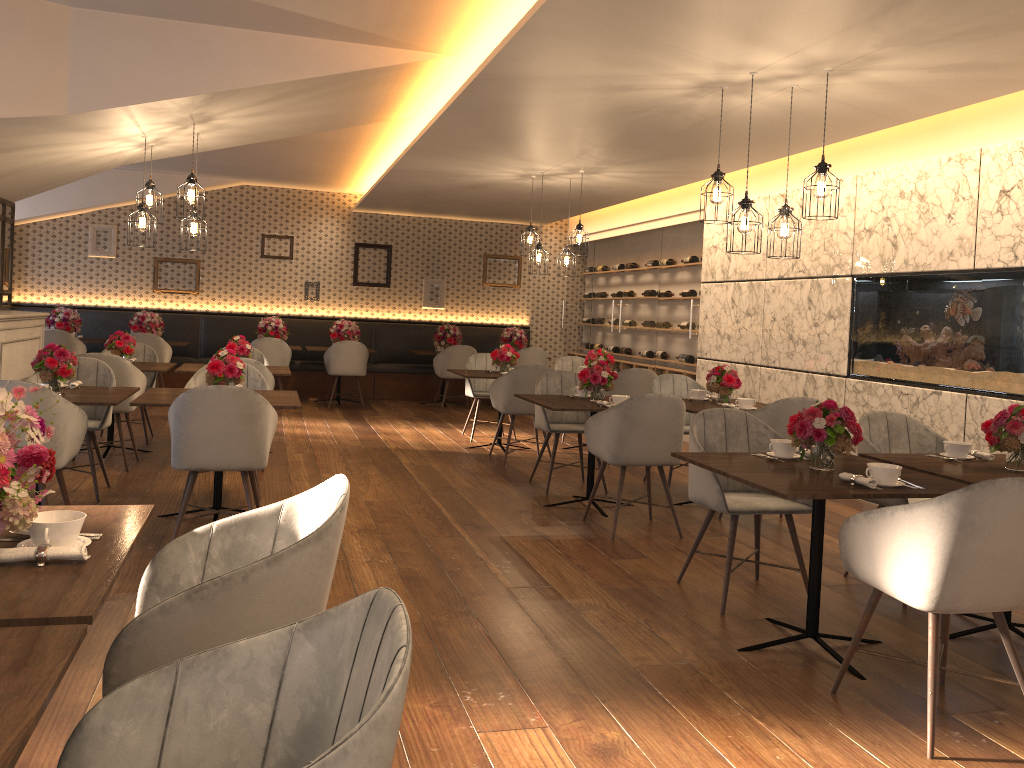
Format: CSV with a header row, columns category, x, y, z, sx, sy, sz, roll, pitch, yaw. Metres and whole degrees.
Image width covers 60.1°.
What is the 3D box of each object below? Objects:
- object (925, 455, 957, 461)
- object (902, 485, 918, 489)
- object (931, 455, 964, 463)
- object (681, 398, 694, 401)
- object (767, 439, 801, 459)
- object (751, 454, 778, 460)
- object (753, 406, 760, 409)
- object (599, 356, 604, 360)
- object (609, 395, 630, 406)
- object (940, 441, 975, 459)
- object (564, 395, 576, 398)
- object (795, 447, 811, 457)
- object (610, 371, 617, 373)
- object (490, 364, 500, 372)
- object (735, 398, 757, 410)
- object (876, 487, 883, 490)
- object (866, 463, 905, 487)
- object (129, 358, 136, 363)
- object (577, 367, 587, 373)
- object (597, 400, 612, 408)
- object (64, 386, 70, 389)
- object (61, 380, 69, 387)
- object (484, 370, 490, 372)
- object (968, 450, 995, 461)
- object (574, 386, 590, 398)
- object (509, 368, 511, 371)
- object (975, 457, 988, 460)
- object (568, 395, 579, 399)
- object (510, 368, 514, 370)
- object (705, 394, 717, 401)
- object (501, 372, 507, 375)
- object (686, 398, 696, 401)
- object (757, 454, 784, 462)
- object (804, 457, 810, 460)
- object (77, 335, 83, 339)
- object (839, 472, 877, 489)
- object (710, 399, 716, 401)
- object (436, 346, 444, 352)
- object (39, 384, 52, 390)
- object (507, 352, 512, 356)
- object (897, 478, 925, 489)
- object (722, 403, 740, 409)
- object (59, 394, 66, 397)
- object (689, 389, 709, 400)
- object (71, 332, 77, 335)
category,x,y,z,sx,sy,sz,roll,pitch,yaw
object,1.977,0.338,4.090,0.043,0.015,0.198,1,5,-19
object,1.460,0.376,3.363,0.022,0.004,0.211,2,5,-16
object,2.012,0.345,4.093,0.022,0.004,0.211,2,5,-16
object,1.301,0.110,6.572,0.043,0.015,0.198,2,5,-12
object,1.197,0.287,3.893,0.148,0.072,0.148,5,4,27
object,1.092,0.314,3.845,0.043,0.015,0.198,1,5,-19
object,1.697,0.167,6.091,0.043,0.015,0.198,1,5,-19
object,0.858,-0.249,8.639,0.048,0.052,0.076,1,4,-36
object,0.710,0.114,5.797,0.148,0.072,0.148,0,5,-38
object,2.082,0.310,4.138,0.148,0.072,0.148,5,4,27
object,0.409,0.086,6.325,0.043,0.015,0.198,1,5,-19
object,1.306,0.306,3.924,0.056,0.039,0.176,2,4,-16
object,0.937,-0.083,8.430,0.148,0.072,0.148,0,5,-38
object,-0.144,-0.161,8.762,0.148,0.072,0.148,0,5,-38
object,1.595,0.137,6.042,0.148,0.072,0.148,0,5,-38
object,1.313,0.363,3.305,0.025,0.024,0.193,2,4,-16
object,1.393,0.342,3.316,0.148,0.072,0.148,5,4,27
object,-3.254,-0.202,7.588,0.056,0.039,0.176,2,4,-16
object,0.741,-0.137,9.007,0.148,0.072,0.148,0,5,-38
object,0.600,0.128,5.766,0.056,0.039,0.176,2,4,-16
object,-2.669,0.011,5.333,0.025,0.024,0.193,2,4,-16
object,-2.747,-0.016,5.320,0.148,0.072,0.148,6,5,42
object,-0.249,-0.133,8.714,0.043,0.015,0.198,1,5,-19
object,2.191,0.330,4.169,0.056,0.039,0.176,2,4,-16
object,0.514,0.059,6.373,0.148,0.072,0.148,0,5,-38
object,-0.035,-0.141,8.793,0.056,0.039,0.176,2,4,-16
object,2.160,0.337,4.151,0.025,0.024,0.193,2,4,-16
object,0.444,0.094,6.328,0.022,0.004,0.211,2,5,-16
object,0.052,-0.106,8.186,0.148,0.072,0.148,0,5,-38
object,1.508,0.102,6.649,0.056,0.039,0.176,2,4,-16
object,-0.058,-0.092,8.155,0.056,0.039,0.176,2,4,-16
object,1.329,0.117,6.573,0.022,0.004,0.211,2,5,-16
object,1.127,0.321,3.848,0.022,0.004,0.211,2,5,-16
object,1.275,0.313,3.906,0.025,0.024,0.193,2,4,-16
object,-5.495,-0.598,11.257,0.056,0.039,0.176,2,4,-16
object,1.283,0.356,3.286,0.056,0.039,0.176,2,4,-16
object,1.477,0.109,6.631,0.025,0.024,0.193,2,4,-16
object,-1.005,-0.496,12.499,0.148,0.072,0.148,5,5,32
object,-2.551,0.039,4.744,0.148,0.072,0.148,6,5,42
object,-0.041,-0.283,8.422,0.077,0.052,0.045,5,4,36
object,1.496,0.371,3.366,0.043,0.015,0.198,1,5,-19
object,1.485,0.151,6.011,0.056,0.039,0.176,2,4,-16
object,-2.456,0.069,4.791,0.043,0.015,0.198,2,5,-12
object,1.399,0.082,6.618,0.148,0.072,0.148,0,5,-38
object,-5.604,-0.618,11.226,0.148,0.072,0.148,5,5,32
